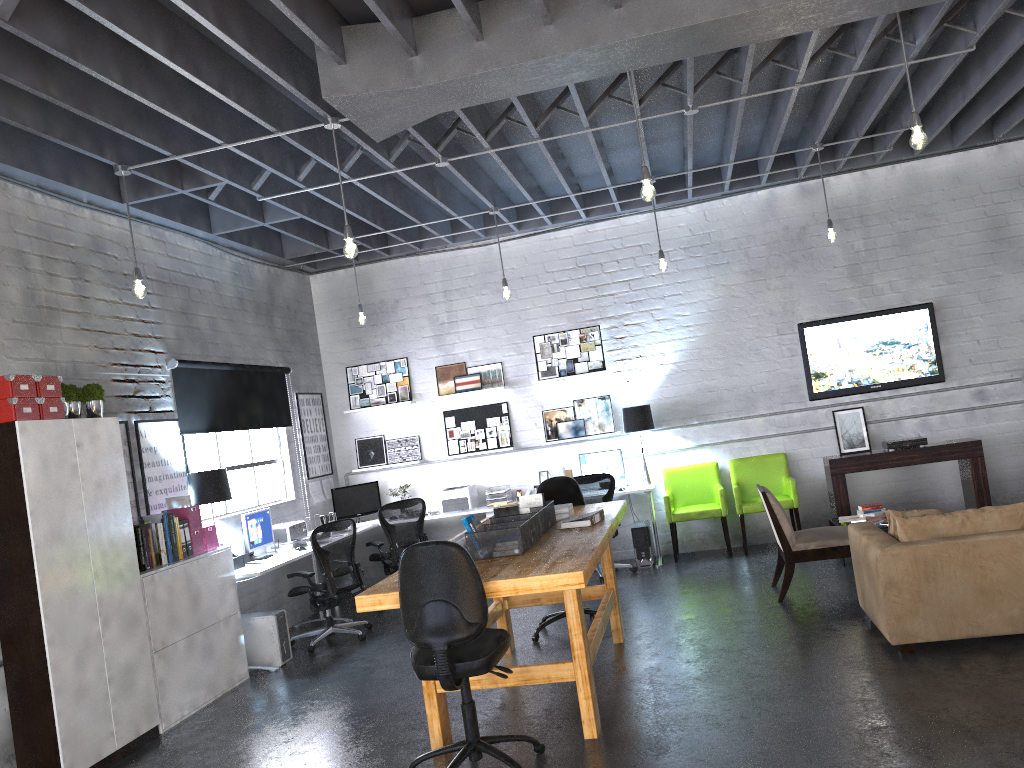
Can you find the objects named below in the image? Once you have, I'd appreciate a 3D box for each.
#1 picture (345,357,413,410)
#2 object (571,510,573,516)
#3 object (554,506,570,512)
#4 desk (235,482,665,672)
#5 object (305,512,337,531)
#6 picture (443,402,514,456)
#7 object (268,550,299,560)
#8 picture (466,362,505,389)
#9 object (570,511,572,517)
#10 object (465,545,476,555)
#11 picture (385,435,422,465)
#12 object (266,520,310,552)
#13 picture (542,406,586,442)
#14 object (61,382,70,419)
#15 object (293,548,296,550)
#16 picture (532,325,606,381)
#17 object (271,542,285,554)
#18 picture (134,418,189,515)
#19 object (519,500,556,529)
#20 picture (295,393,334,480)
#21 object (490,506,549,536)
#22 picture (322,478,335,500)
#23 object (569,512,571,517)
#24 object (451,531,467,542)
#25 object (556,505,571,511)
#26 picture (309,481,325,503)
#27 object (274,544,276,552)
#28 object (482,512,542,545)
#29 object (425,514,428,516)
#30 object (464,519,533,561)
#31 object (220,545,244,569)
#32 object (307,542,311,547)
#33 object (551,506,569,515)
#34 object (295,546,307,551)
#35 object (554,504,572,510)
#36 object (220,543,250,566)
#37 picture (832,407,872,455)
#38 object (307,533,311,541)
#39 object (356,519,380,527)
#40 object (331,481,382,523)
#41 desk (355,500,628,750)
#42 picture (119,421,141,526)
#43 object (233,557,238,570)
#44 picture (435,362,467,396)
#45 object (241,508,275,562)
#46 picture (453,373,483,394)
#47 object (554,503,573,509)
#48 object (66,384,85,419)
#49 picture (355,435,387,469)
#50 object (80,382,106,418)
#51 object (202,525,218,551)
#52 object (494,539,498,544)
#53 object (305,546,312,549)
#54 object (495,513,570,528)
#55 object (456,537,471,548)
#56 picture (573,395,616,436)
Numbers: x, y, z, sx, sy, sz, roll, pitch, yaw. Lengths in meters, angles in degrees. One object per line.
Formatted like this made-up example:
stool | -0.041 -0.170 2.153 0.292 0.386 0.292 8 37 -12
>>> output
picture | -1.513 0.000 10.062 0.749 0.503 0.058 -9 -2 11
object | 0.162 0.934 6.179 0.520 0.047 0.047 -9 -2 11
object | 0.142 0.893 6.112 0.520 0.047 0.046 -9 -2 11
desk | -0.454 1.684 8.205 3.576 0.785 3.298 -9 -2 11
object | -1.956 1.443 9.075 0.324 0.208 0.233 -9 -2 11
picture | -0.379 0.498 9.837 0.749 0.503 0.058 -9 -2 11
object | -1.972 1.474 7.637 0.181 0.028 0.422 -8 -2 1
picture | -0.293 -0.076 9.823 0.410 0.277 0.036 -9 -2 11
object | 0.153 0.933 6.133 0.520 0.047 0.047 -9 -2 11
object | -0.210 0.950 5.169 0.058 0.057 0.635 -9 -2 11
picture | -1.227 0.746 10.013 0.410 0.277 0.036 -9 -2 11
object | -2.016 1.407 8.307 0.485 0.230 0.420 -9 -2 11
picture | 0.565 0.430 9.644 0.452 0.345 0.054 -9 -2 11
object | -2.753 0.110 5.366 0.169 0.240 0.171 -10 -2 40
object | -1.943 1.491 8.012 0.076 0.016 0.017 -8 -2 1
picture | 0.619 -0.333 9.634 0.749 0.503 0.058 -9 -2 11
object | -2.112 1.478 8.003 0.082 0.090 0.090 -10 -2 36
picture | -2.700 0.662 6.908 0.020 0.780 0.606 -9 -2 11
object | 0.111 0.882 5.858 0.317 0.156 0.306 -9 -2 11
picture | -2.159 0.558 9.719 0.020 0.934 0.658 -9 -2 11
object | 0.051 0.878 5.556 0.317 0.156 0.306 -9 -2 11
picture | -2.026 1.166 9.879 0.036 0.221 0.289 -9 -2 11
object | 0.144 0.933 6.088 0.520 0.047 0.047 -9 -2 11
object | -0.299 0.915 5.187 0.057 0.057 0.635 -9 -2 11
object | 0.151 0.894 6.158 0.520 0.047 0.046 -9 -2 11
picture | -2.095 1.162 9.538 0.036 0.221 0.289 -9 -2 11
object | -2.133 1.463 7.982 0.006 0.124 0.014 -8 -2 -23
object | -0.009 0.874 5.254 0.317 0.156 0.306 -9 -2 11
object | -1.068 1.396 9.584 0.278 0.081 0.412 -8 -3 -19
object | -0.070 0.870 4.952 0.317 0.156 0.306 -9 -2 11
object | -2.341 1.423 7.304 0.209 0.207 0.104 -9 -2 12
object | -1.806 1.446 7.997 0.077 0.049 0.062 -8 -2 -19
object | 0.132 0.893 6.057 0.520 0.047 0.046 -9 -2 9
object | -1.891 1.470 7.921 0.114 0.036 0.058 -8 -2 1
object | 0.160 0.895 6.202 0.520 0.047 0.046 -9 -2 11
object | -2.321 1.425 7.418 0.209 0.207 0.104 -9 -2 11
picture | 3.465 0.477 9.044 0.308 0.456 0.092 -9 -2 11
object | -2.017 1.509 8.741 0.392 0.064 0.259 -9 -2 11
object | -1.534 1.488 9.502 0.421 0.028 0.181 -7 -3 -29
object | -1.718 1.327 9.803 0.559 0.427 0.147 -7 -2 -42
desk | 0.128 1.413 5.529 1.115 0.926 2.832 -9 -2 11
picture | -2.838 0.653 6.220 0.020 0.780 0.606 -9 -2 11
object | -2.362 1.422 7.202 0.209 0.207 0.104 -9 -2 12
picture | -0.671 -0.050 9.901 0.355 0.343 0.042 -9 -2 11
object | -2.256 1.323 7.731 0.212 0.417 0.465 -9 -2 11
picture | -0.490 -0.005 9.847 0.311 0.196 0.029 -9 -2 11
object | 0.170 0.895 6.249 0.520 0.047 0.046 -9 -2 11
object | -2.750 0.116 5.517 0.169 0.240 0.171 -7 -2 -40
picture | -1.604 0.772 10.092 0.355 0.343 0.042 -9 -2 11
object | -2.676 0.111 5.654 0.169 0.240 0.171 -9 -2 10
object | -2.391 1.185 6.773 0.214 0.177 0.161 -9 -2 11
object | -0.010 0.909 5.252 0.234 0.022 0.185 -9 -2 4
object | -1.810 1.471 7.994 0.119 0.016 0.119 -10 -3 29
object | 0.134 0.932 6.042 0.520 0.047 0.047 -9 -2 11
object | -0.244 0.906 5.176 0.057 0.057 0.635 -9 -2 11
picture | 0.888 0.348 9.588 0.410 0.408 0.047 -9 -2 11
